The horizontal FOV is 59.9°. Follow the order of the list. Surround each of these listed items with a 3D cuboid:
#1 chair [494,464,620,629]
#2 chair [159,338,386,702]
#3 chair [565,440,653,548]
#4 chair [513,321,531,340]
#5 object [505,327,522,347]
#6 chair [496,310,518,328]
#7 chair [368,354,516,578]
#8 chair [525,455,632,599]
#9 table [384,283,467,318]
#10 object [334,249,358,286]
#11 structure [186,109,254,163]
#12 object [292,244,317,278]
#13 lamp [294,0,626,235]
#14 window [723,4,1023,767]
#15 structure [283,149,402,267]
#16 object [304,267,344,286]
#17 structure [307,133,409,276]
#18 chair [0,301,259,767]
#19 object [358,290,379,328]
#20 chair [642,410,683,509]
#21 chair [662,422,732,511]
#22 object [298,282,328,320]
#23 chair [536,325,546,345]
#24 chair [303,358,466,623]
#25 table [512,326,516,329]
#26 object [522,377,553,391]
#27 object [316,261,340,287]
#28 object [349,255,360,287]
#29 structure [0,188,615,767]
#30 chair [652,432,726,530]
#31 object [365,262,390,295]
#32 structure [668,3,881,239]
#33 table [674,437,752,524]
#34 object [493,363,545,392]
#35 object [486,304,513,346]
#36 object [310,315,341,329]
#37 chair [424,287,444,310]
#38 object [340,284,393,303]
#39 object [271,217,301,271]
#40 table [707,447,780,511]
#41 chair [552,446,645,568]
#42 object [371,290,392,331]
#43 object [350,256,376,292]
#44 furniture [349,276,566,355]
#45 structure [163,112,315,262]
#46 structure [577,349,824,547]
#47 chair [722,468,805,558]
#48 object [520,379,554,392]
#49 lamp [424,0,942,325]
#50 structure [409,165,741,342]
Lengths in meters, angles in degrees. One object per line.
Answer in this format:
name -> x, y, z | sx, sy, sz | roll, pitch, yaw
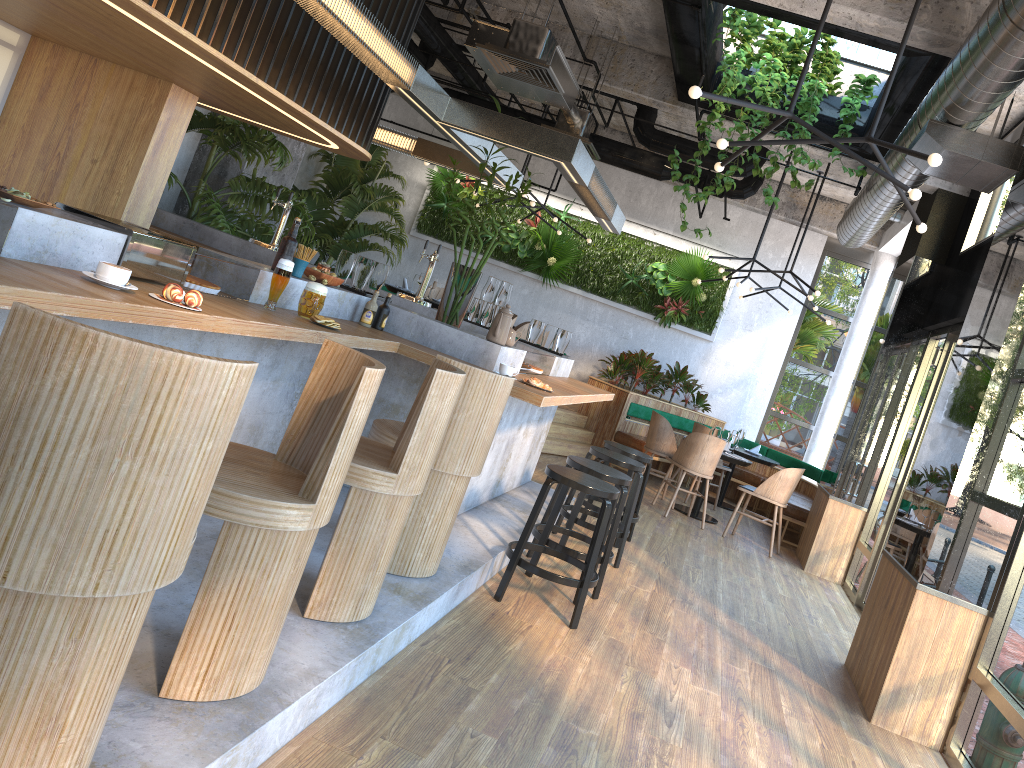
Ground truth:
chair -> 0.259, 0.828, 4.709 | 0.511, 0.697, 0.518 | 20, 0, 7
chair -> -0.796, 0.319, 2.564 | 0.531, 0.970, 0.562 | 20, 0, 35
chair -> 0.795, 0.841, 6.946 | 0.502, 0.697, 0.526 | 20, 0, 25
chair -> -0.061, -0.452, 11.488 | 0.563, 0.925, 0.491 | 20, 0, -9
object -> -0.009, -0.283, 5.283 | 0.098, 0.119, 0.088 | 20, 0, 20
chair -> -0.327, -0.444, 10.195 | 0.482, 0.925, 0.574 | 20, 0, 41
chair -> -0.407, 0.334, 4.126 | 0.562, 0.970, 0.531 | 20, 0, -32
chair -> 0.412, 0.832, 5.348 | 0.514, 0.697, 0.515 | 20, 0, 2
table -> -0.999, -0.564, 9.744 | 1.104, 0.751, 1.097 | 20, 2, -3
object -> -0.972, -0.665, 5.126 | 0.108, 0.209, 0.102 | 20, -1, -34
structure -> -3.436, -2.244, 8.749 | 1.345, 2.982, 1.525 | 20, -1, 20
object -> -1.038, -0.605, 4.384 | 0.106, 0.162, 0.104 | 20, 0, -44
lamp -> -1.528, -3.003, 4.255 | 4.942, 2.130, 6.801 | 20, 4, 6
window -> 1.108, -1.810, 3.015 | 4.100, 6.485, 20.608 | 20, 4, 13
structure -> -2.490, -2.355, 12.472 | 1.421, 3.366, 2.065 | 20, 0, 27
object -> -1.001, -0.566, 4.636 | 0.189, 0.073, 0.232 | 22, 4, 31
structure -> -2.272, -2.195, 12.827 | 1.885, 3.262, 1.630 | 20, -1, 9
chair -> -0.958, 0.321, 1.821 | 0.555, 0.970, 0.538 | 20, 0, -14
object -> -0.781, -0.420, 4.913 | 0.072, 0.210, 0.069 | 20, -1, -21
chair -> 1.634, 0.810, 9.695 | 0.563, 0.925, 0.491 | 20, 0, -9
chair -> 2.275, 0.967, 10.621 | 0.573, 0.925, 0.482 | 20, 0, -34
object -> -0.924, -0.385, 4.085 | 0.110, 0.172, 0.138 | 20, 1, 5
chair -> 0.130, -0.476, 12.634 | 0.551, 0.925, 0.502 | 20, 0, 11
chair -> -0.601, 0.325, 3.368 | 0.561, 0.970, 0.532 | 20, 0, -29
table -> -0.409, -0.591, 12.693 | 0.792, 0.746, 0.806 | 20, 1, 8
object -> 0.142, -0.008, 4.980 | 0.158, 0.052, 0.158 | 17, 5, -34
object -> -1.002, -0.601, 4.852 | 0.158, 0.107, 0.088 | 18, 1, -33
object -> -0.894, -0.646, 5.244 | 0.108, 0.209, 0.102 | 20, -1, -44
structure -> -2.711, -0.768, 4.386 | 5.782, 1.727, 7.215 | 21, 4, 11
chair -> 1.851, 0.932, 9.151 | 0.502, 0.925, 0.551 | 20, 0, -9
object -> -0.814, -0.625, 5.341 | 0.108, 0.209, 0.102 | 20, -1, -34
structure -> 2.039, -2.464, 8.026 | 3.072, 2.349, 1.559 | 18, 1, -43
table -> 2.117, 1.070, 9.689 | 0.792, 0.746, 0.806 | 20, 1, 8
object -> 0.078, -0.031, 4.846 | 0.429, 0.073, 0.177 | 16, 5, -43
object -> -0.056, -0.344, 5.091 | 0.120, 0.234, 0.210 | 20, 1, -20
object -> -0.841, -0.281, 4.016 | 0.146, 0.041, 0.094 | 16, 5, -45
chair -> -0.942, -0.687, 10.448 | 0.502, 0.925, 0.551 | 20, 0, -9
object -> -0.903, -0.547, 5.232 | 0.270, 0.018, 0.443 | 21, 4, 12
object -> -1.062, -0.661, 4.221 | 0.077, 0.277, 0.072 | 21, -2, -43
table -> 2.753, 1.173, 11.293 | 1.122, 0.751, 1.078 | 19, 3, -20
chair -> 0.627, 0.837, 6.244 | 0.515, 0.697, 0.514 | 20, 0, 0
object -> -0.755, -0.419, 4.983 | 0.068, 0.215, 0.168 | 19, 0, 37
object -> -0.865, -0.625, 5.114 | 0.108, 0.209, 0.102 | 20, -1, -34
furniture -> -1.306, -0.508, 10.915 | 2.792, 1.134, 4.678 | 18, 4, -23
structure -> -2.935, -2.236, 9.117 | 2.050, 3.136, 2.956 | 20, 1, 23
structure -> -0.765, 0.137, 3.112 | 5.970, 1.546, 20.362 | 21, 4, 12
chair -> 2.569, 1.202, 9.023 | 0.543, 0.925, 0.509 | 20, 0, 26
object -> 0.138, 0.012, 4.972 | 0.212, 0.013, 0.200 | 16, 6, -43
lamp -> -0.056, -2.525, 3.000 | 5.036, 1.820, 19.135 | 21, 4, 13
structure -> 0.864, -2.046, 13.168 | 5.003, 1.496, 0.819 | 20, 0, 8
